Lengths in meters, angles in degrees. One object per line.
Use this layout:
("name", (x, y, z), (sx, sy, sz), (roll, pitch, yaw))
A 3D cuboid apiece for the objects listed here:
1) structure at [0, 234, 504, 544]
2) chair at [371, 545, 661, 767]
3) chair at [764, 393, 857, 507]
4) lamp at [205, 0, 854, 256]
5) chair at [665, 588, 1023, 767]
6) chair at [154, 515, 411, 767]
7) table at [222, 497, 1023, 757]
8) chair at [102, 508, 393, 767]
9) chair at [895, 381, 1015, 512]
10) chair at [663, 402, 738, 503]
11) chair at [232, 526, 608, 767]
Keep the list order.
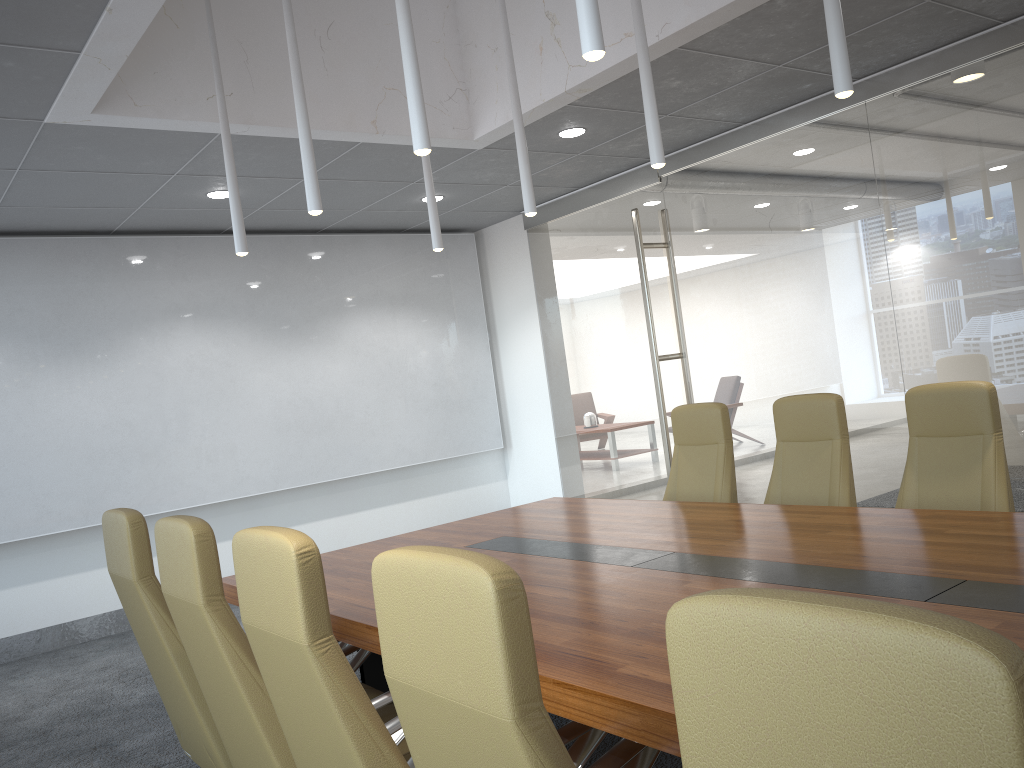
("structure", (1.170, -0.685, 2.706), (6.600, 2.466, 13.989), (-8, 0, -37))
("chair", (0.302, 0.954, 1.899), (0.955, 1.406, 0.711), (-8, 0, -37))
("chair", (1.409, 0.801, 4.743), (0.955, 1.406, 0.711), (-8, 0, -37))
("lamp", (0.912, -2.265, 2.668), (2.619, 2.378, 7.258), (-8, 0, -37))
("chair", (0.781, 0.889, 1.256), (0.955, 1.406, 0.711), (-8, 0, -37))
("chair", (-0.646, 1.083, 3.169), (0.955, 1.406, 0.711), (-8, 0, -37))
("table", (1.368, 1.065, 2.670), (2.300, 0.895, 6.500), (-8, 0, -37))
("chair", (-1.121, 1.148, 3.806), (0.955, 1.406, 0.711), (-8, 0, -37))
("chair", (1.891, 0.735, 4.096), (0.955, 1.406, 0.711), (-8, 0, -37))
("chair", (0.932, 0.866, 5.382), (0.955, 1.406, 0.711), (-8, 0, -37))
("chair", (-0.183, 1.020, 2.549), (0.955, 1.406, 0.711), (-8, 0, -37))
